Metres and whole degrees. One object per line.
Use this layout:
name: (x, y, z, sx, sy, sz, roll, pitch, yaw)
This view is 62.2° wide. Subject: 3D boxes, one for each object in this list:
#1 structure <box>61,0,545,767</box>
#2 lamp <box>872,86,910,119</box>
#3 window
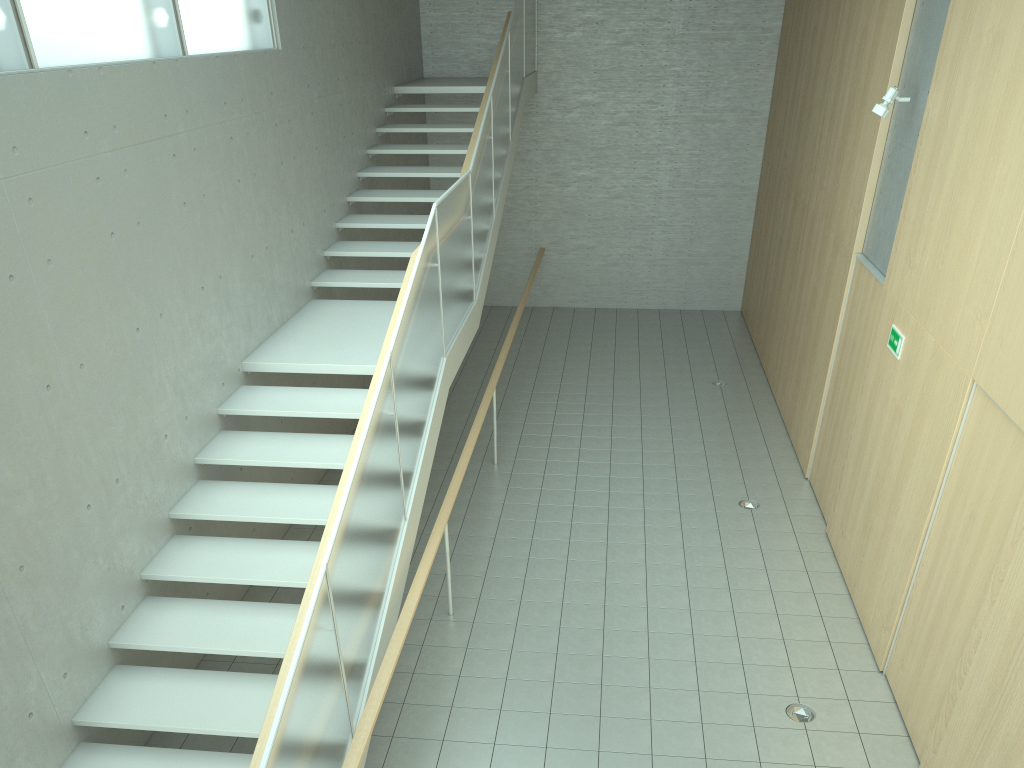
structure: (-1.135, -0.894, 7.267, 1.883, 4.871, 11.014, 3, 25, 6)
lamp: (2.641, -1.967, 5.939, 0.230, 0.225, 0.123, -6, 30, -10)
window: (-2.594, -1.844, 0.863, 0.030, 3.185, 13.669, 3, 24, 6)
